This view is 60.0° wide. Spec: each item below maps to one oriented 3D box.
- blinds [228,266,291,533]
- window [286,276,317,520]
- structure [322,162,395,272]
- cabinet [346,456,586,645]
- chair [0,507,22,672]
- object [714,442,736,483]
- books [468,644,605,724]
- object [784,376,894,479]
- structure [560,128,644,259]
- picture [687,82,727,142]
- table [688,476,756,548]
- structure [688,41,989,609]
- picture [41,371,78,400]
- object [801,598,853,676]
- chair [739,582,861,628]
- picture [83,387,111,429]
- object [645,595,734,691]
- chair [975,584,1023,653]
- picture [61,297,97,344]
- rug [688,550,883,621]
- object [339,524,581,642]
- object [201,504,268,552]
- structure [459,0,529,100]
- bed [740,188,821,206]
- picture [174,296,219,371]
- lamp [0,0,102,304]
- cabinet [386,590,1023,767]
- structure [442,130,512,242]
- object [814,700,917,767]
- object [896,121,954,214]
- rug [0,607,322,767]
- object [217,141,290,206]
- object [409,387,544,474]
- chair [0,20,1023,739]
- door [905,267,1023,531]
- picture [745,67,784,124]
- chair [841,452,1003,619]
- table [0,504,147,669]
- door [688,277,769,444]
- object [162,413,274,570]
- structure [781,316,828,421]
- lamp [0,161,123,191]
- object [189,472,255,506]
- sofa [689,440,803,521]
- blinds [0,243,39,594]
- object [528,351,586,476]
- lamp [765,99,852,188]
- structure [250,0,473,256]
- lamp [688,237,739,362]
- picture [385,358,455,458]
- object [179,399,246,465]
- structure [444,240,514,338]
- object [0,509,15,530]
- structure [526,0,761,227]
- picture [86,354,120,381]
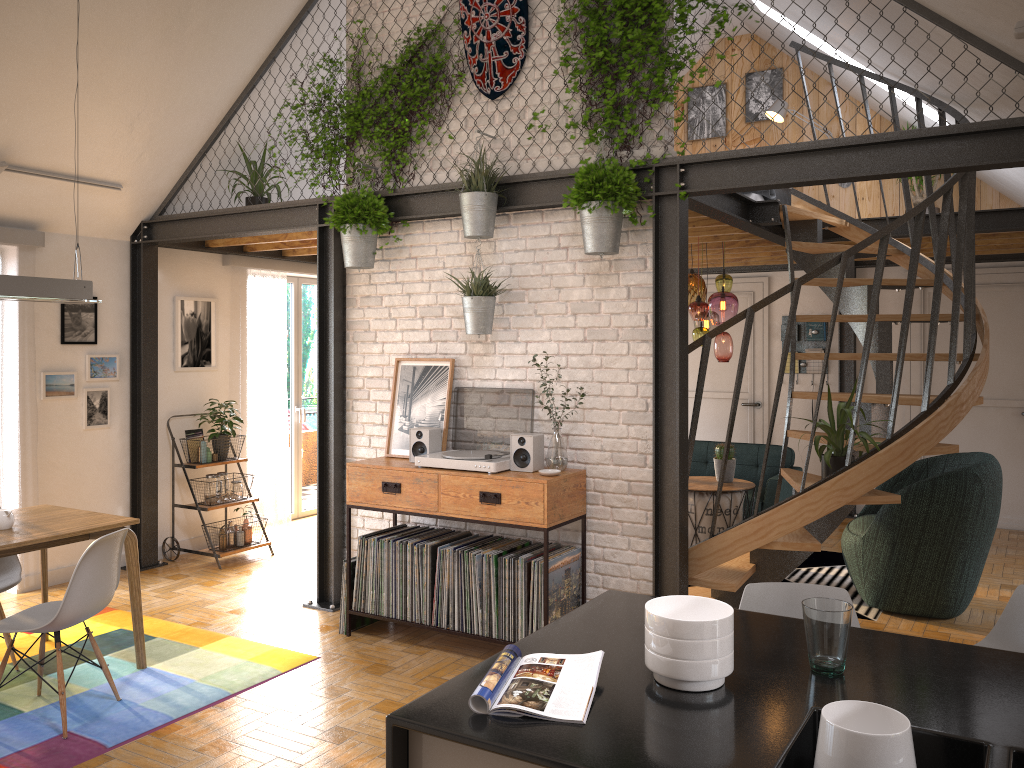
[{"bbox_3d":[-2.102,0.100,7.495,0.124,2.282,0.667,0,0,31],"label":"blinds"},{"bbox_3d":[0.523,-0.793,4.126,8.631,4.465,7.788,1,2,31],"label":"window"},{"bbox_3d":[-0.906,-0.985,5.218,0.423,0.652,0.438,0,1,-29],"label":"structure"},{"bbox_3d":[-0.272,0.924,4.754,1.265,0.963,0.456,1,1,31],"label":"cabinet"},{"bbox_3d":[-2.706,0.999,4.416,0.465,0.801,0.542,0,1,-33],"label":"chair"},{"bbox_3d":[1.570,0.576,6.537,0.190,0.295,0.173,0,1,5],"label":"object"},{"bbox_3d":[0.057,0.593,1.776,0.222,0.044,0.282,1,2,13],"label":"books"},{"bbox_3d":[1.644,0.235,4.520,0.528,0.591,0.457,0,1,18],"label":"object"},{"bbox_3d":[0.443,-0.950,4.415,0.423,0.652,0.438,0,1,-29],"label":"structure"},{"bbox_3d":[2.008,-2.800,9.134,0.421,0.554,0.017,1,0,31],"label":"picture"},{"bbox_3d":[1.434,0.989,6.489,0.681,0.686,0.681,0,1,-20],"label":"table"},{"bbox_3d":[1.831,-0.493,5.143,2.249,3.818,1.628,-1,1,-44],"label":"structure"},{"bbox_3d":[-3.060,0.009,5.992,0.023,0.183,0.251,0,1,31],"label":"picture"},{"bbox_3d":[0.669,0.538,1.880,0.103,0.141,0.103,0,1,21],"label":"object"},{"bbox_3d":[0.843,1.064,2.565,0.404,0.866,0.430,0,0,11],"label":"chair"},{"bbox_3d":[-2.920,0.169,6.231,0.022,0.284,0.201,0,1,30],"label":"picture"},{"bbox_3d":[0.366,0.536,1.835,0.181,0.147,0.181,1,2,28],"label":"object"},{"bbox_3d":[1.422,1.062,2.623,0.430,0.871,0.404,0,0,-1],"label":"chair"},{"bbox_3d":[-2.987,-0.441,6.117,0.021,0.336,0.261,0,1,31],"label":"picture"},{"bbox_3d":[1.063,1.321,6.802,3.501,0.010,1.701,1,3,31],"label":"rug"},{"bbox_3d":[-0.303,1.117,4.788,1.313,0.574,0.405,1,1,31],"label":"object"},{"bbox_3d":[-2.070,1.077,6.659,0.276,0.290,0.439,1,2,31],"label":"object"},{"bbox_3d":[-0.137,-2.045,4.846,0.441,0.964,0.192,0,0,31],"label":"structure"},{"bbox_3d":[1.587,-1.756,8.074,2.122,1.021,2.290,1,2,31],"label":"bed"},{"bbox_3d":[-2.477,-0.393,6.963,0.023,0.575,0.415,0,1,31],"label":"picture"},{"bbox_3d":[-2.533,-1.296,3.975,0.269,1.819,1.347,0,1,31],"label":"lamp"},{"bbox_3d":[1.065,0.976,1.463,2.437,1.135,1.000,1,2,31],"label":"cabinet"},{"bbox_3d":[-0.202,-1.074,4.815,0.384,0.607,0.349,0,1,-6],"label":"structure"},{"bbox_3d":[0.590,0.671,1.480,0.190,0.232,0.190,0,1,-7],"label":"object"},{"bbox_3d":[3.544,-1.743,7.717,0.789,1.048,0.733,0,1,-20],"label":"object"},{"bbox_3d":[-2.502,1.434,3.864,1.938,0.024,2.784,1,3,30],"label":"rug"},{"bbox_3d":[-1.846,-1.462,6.390,0.528,0.591,0.457,0,1,13],"label":"object"},{"bbox_3d":[-0.200,0.235,4.761,0.787,0.414,0.415,1,2,31],"label":"object"},{"bbox_3d":[-0.750,0.138,2.478,4.019,2.685,3.491,1,2,31],"label":"chair"},{"bbox_3d":[4.142,0.121,7.882,1.200,2.300,0.088,0,0,31],"label":"door"},{"bbox_3d":[2.513,-2.875,8.833,0.381,0.506,0.011,1,0,31],"label":"picture"},{"bbox_3d":[2.519,0.897,5.482,0.901,0.964,0.898,0,1,16],"label":"chair"},{"bbox_3d":[-2.537,1.060,3.968,0.851,0.754,1.466,1,2,31],"label":"table"},{"bbox_3d":[2.035,0.068,9.138,1.200,2.300,0.088,0,0,31],"label":"door"},{"bbox_3d":[-2.229,0.780,6.757,0.631,1.078,0.579,0,1,31],"label":"object"},{"bbox_3d":[2.847,-0.132,8.647,0.442,1.076,0.099,0,0,31],"label":"structure"},{"bbox_3d":[-3.501,-1.158,4.460,0.207,0.261,3.492,1,2,31],"label":"lamp"},{"bbox_3d":[-2.205,0.786,6.739,0.238,0.216,0.439,1,2,31],"label":"object"},{"bbox_3d":[1.411,0.891,7.631,1.974,0.782,0.825,1,2,31],"label":"sofa"},{"bbox_3d":[-3.256,0.185,5.514,0.187,2.288,0.750,0,0,25],"label":"blinds"},{"bbox_3d":[0.189,0.140,4.555,0.290,0.620,0.295,0,1,-44],"label":"object"},{"bbox_3d":[2.804,-2.275,8.414,0.850,0.814,0.194,0,0,-12],"label":"lamp"},{"bbox_3d":[-0.834,-1.596,5.355,2.127,1.679,0.431,1,1,31],"label":"structure"},{"bbox_3d":[1.391,-0.668,6.651,0.618,1.013,0.491,0,1,-19],"label":"lamp"},{"bbox_3d":[-0.533,0.140,5.101,0.411,0.576,0.126,0,0,31],"label":"picture"},{"bbox_3d":[-2.288,0.354,6.799,0.396,0.475,0.492,1,2,43],"label":"object"},{"bbox_3d":[-0.185,-0.516,4.820,0.360,0.534,0.384,1,1,40],"label":"structure"},{"bbox_3d":[-2.392,0.622,4.150,0.107,0.106,0.178,-1,2,-33],"label":"object"},{"bbox_3d":[0.623,-1.721,4.505,1.305,1.870,0.458,0,0,27],"label":"structure"},{"bbox_3d":[-2.893,-0.118,6.268,0.023,0.183,0.251,0,1,31],"label":"picture"}]
